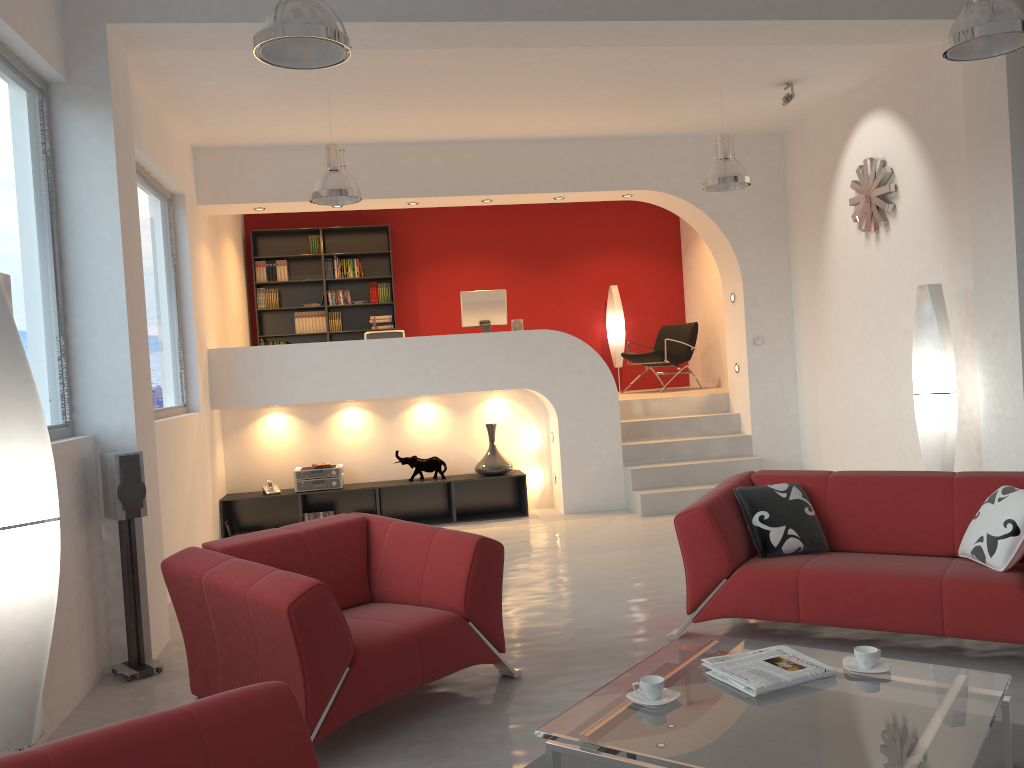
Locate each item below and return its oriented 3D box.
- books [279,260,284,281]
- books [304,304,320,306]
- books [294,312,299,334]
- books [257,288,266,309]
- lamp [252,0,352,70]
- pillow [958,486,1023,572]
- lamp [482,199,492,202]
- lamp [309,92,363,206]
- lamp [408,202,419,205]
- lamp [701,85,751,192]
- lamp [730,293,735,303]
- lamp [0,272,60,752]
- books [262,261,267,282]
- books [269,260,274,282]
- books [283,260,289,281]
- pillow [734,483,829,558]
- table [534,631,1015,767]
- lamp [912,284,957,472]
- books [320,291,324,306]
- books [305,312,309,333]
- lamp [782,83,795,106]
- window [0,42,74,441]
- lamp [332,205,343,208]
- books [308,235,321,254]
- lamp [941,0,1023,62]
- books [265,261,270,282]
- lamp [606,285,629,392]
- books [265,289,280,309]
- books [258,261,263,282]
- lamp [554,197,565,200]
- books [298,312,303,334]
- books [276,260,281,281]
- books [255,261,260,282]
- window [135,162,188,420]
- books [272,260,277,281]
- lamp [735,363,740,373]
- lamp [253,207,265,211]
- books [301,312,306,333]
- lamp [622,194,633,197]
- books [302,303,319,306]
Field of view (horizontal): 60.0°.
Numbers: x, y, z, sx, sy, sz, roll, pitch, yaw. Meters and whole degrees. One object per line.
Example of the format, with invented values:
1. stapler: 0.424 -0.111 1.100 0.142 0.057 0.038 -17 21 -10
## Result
1. books: -2.766 -1.351 10.690 0.040 0.260 0.200 -4 1 -9
2. books: -2.422 -0.950 10.767 0.190 0.015 0.135 -4 1 -9
3. books: -2.595 -0.729 10.723 0.040 0.260 0.200 -4 1 -9
4. books: -3.005 -1.016 10.669 0.090 0.256 0.181 -4 1 -9
5. lamp: -0.856 -1.710 3.513 0.379 0.800 0.379 -3 1 20
6. pillow: 2.224 0.646 4.012 0.288 0.343 0.402 -4 1 -1
7. lamp: -0.237 -1.738 8.422 0.105 0.011 0.105 -4 1 -20
8. lamp: -1.315 -1.740 6.478 0.379 0.800 0.379 -5 1 -38
9. lamp: -0.927 -1.691 8.316 0.105 0.011 0.105 -4 1 -20
10. lamp: 1.652 -1.941 6.935 0.379 0.800 0.379 -5 1 -38
11. lamp: 2.192 -0.855 8.807 0.011 0.105 0.105 -4 1 -9
12. lamp: -1.476 0.569 2.590 0.313 1.779 0.313 -4 1 -17
13. books: -2.966 -1.338 10.659 0.040 0.260 0.200 -4 1 -9
14. books: -2.886 -1.343 10.672 0.040 0.260 0.200 -4 1 -9
15. books: -2.726 -1.354 10.696 0.040 0.260 0.200 -4 1 -9
16. pillow: 1.375 0.690 4.534 0.402 0.343 0.288 -4 1 -16
17. table: 0.868 1.154 2.827 1.162 0.286 1.097 -3 1 36
18. lamp: 2.856 0.222 5.964 0.313 1.779 0.313 -4 1 -1
19. books: -2.304 -1.029 10.785 0.063 0.187 0.135 -4 1 -9
20. books: -2.476 -0.737 10.741 0.040 0.260 0.200 -4 1 -9
21. lamp: 2.182 -2.284 7.002 0.112 0.176 0.118 -3 1 34
22. window: -2.165 -0.614 3.328 0.100 1.800 2.400 -4 1 -9
23. lamp: -1.618 -1.645 8.209 0.105 0.011 0.105 -4 1 -20
24. books: -2.387 -1.669 10.757 0.146 0.240 0.170 -4 1 -9
25. lamp: 2.111 -1.911 3.970 0.379 0.800 0.379 -4 1 -16
26. books: -2.926 -1.341 10.665 0.040 0.260 0.200 -4 1 -9
27. lamp: 1.327 -0.573 11.255 0.237 1.349 0.237 -4 1 -1
28. books: -2.886 -1.016 10.686 0.146 0.240 0.170 -4 1 -9
29. books: -3.006 -1.335 10.653 0.040 0.260 0.200 -4 1 -9
30. lamp: 0.453 -1.785 8.528 0.105 0.011 0.105 -4 1 -20
31. books: -2.555 -0.732 10.729 0.040 0.260 0.200 -4 1 -9
32. books: -2.806 -1.349 10.684 0.040 0.260 0.200 -4 1 -9
33. books: -3.046 -1.332 10.647 0.040 0.260 0.200 -4 1 -9
34. window: -2.593 -0.642 6.095 0.100 1.800 2.400 -4 1 -9
35. books: -2.846 -1.346 10.678 0.040 0.260 0.200 -4 1 -9
36. lamp: 2.237 -0.158 8.821 0.011 0.105 0.105 -4 1 -9
37. lamp: -2.308 -1.598 8.103 0.105 0.011 0.105 -4 1 -5
38. books: -2.515 -0.735 10.735 0.040 0.260 0.200 -4 1 -9
39. lamp: 1.125 -1.830 8.632 0.105 0.011 0.105 -4 1 -20
40. books: -2.442 -0.964 10.764 0.190 0.015 0.135 -4 1 -9
